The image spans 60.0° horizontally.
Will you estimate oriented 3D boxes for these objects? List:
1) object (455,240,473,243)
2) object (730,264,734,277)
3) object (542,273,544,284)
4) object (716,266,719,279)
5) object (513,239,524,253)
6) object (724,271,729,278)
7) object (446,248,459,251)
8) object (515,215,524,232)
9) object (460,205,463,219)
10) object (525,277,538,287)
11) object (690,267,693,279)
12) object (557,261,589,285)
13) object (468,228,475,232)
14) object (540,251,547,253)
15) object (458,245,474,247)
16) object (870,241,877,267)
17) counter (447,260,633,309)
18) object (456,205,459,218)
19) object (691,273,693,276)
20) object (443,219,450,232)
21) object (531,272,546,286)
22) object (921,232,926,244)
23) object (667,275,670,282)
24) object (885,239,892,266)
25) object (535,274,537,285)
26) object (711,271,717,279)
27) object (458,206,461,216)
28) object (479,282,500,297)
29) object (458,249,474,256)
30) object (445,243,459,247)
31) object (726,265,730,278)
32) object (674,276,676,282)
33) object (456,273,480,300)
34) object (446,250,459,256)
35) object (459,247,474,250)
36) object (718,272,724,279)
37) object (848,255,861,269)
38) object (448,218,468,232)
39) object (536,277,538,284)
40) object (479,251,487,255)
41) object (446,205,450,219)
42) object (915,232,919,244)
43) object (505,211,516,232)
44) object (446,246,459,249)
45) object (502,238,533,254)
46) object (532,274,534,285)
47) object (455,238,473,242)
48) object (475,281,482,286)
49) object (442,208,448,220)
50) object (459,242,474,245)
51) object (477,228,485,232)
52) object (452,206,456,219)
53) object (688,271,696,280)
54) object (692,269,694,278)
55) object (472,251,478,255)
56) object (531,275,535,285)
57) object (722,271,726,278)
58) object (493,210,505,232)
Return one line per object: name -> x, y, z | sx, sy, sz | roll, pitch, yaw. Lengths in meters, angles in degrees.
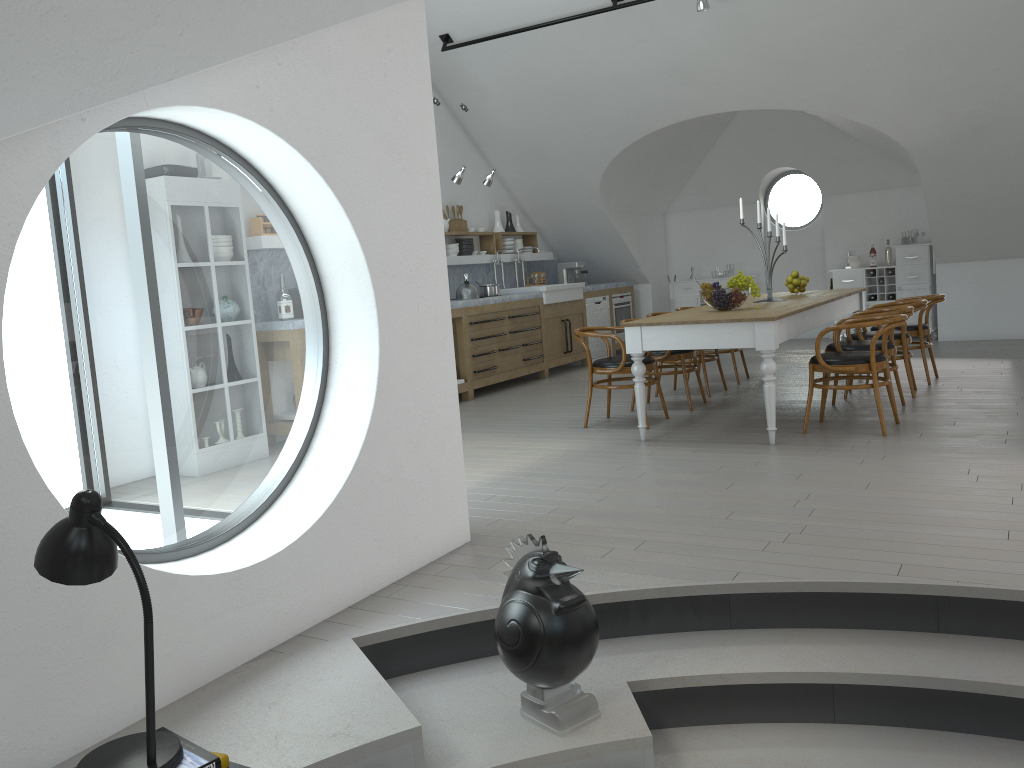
object -> -0.535, -1.582, 10.022 | 0.205, 0.083, 0.206 | -9, 8, -31
object -> 2.951, -1.517, 11.879 | 0.063, 0.186, 0.063 | -3, 6, 16
object -> 0.397, -1.332, 11.447 | 0.040, 0.192, 0.042 | -5, 5, -9
object -> 2.773, -1.503, 11.948 | 0.048, 0.169, 0.048 | -3, 6, 18
object -> 0.067, -1.709, 10.985 | 0.158, 0.159, 0.154 | -8, 7, -31
object -> 2.882, -1.467, 11.881 | 0.071, 0.098, 0.071 | -9, 7, -36
object -> -0.673, -1.458, 9.780 | 0.181, 0.065, 0.181 | -7, 7, -21
object -> 0.075, -2.004, 11.105 | 0.156, 0.218, 0.156 | -3, 6, 12
object -> -0.574, -1.868, 10.020 | 0.039, 0.297, 0.068 | -1, 6, 31
object -> 0.245, -1.277, 11.244 | 0.100, 0.171, 0.173 | -1, 7, 32
object -> 2.490, -1.540, 12.302 | 0.039, 0.174, 0.054 | -1, 6, 31
object -> 0.846, -1.445, 11.663 | 0.386, 0.319, 0.325 | -1, 7, 31
object -> -0.468, -1.765, 10.179 | 0.098, 0.048, 0.099 | -1, 8, 28
object -> 0.346, -1.704, 11.519 | 0.213, 0.025, 0.214 | -2, 7, 18
object -> -0.526, -1.535, 10.018 | 0.205, 0.086, 0.206 | -7, 7, -16
object -> 4.521, -1.628, 11.101 | 0.081, 0.329, 0.081 | -2, 6, 27
counter -> -0.376, -1.187, 9.593 | 0.961, 0.618, 6.597 | -1, 8, 31
object -> -0.605, -1.859, 9.964 | 0.019, 0.298, 0.057 | -1, 6, 31
object -> 2.502, -1.525, 12.300 | 0.097, 0.136, 0.029 | -1, 7, 34
object -> -0.774, -1.736, 9.677 | 0.174, 0.168, 0.168 | -3, 6, 14
object -> 0.346, -1.335, 11.437 | 0.104, 0.222, 0.201 | -1, 7, 31
object -> 5.011, -1.779, 10.791 | 0.046, 0.142, 0.046 | 0, 7, 42
object -> 2.188, -1.367, 12.213 | 0.088, 0.268, 0.029 | -4, 5, 4
object -> 4.673, -1.629, 11.004 | 0.085, 0.330, 0.085 | -6, 5, -10
object -> 0.311, -1.302, 11.258 | 0.040, 0.192, 0.042 | -7, 6, -22
object -> 2.713, -1.460, 11.899 | 0.082, 0.105, 0.082 | 1, 8, 44
object -> -0.571, -1.873, 10.060 | 0.030, 0.293, 0.058 | -1, 6, 31
object -> -0.224, -1.016, 9.562 | 0.232, 0.170, 0.396 | -3, 7, 11
object -> -0.528, -1.481, 10.024 | 0.205, 0.072, 0.206 | -2, 7, 18
object -> -0.675, -1.510, 9.779 | 0.181, 0.076, 0.181 | -7, 7, -21
object -> 2.918, -1.517, 11.934 | 0.054, 0.178, 0.054 | -4, 5, 8
object -> 2.235, -1.368, 12.185 | 0.029, 0.268, 0.088 | -8, 6, -32
object -> -0.467, -1.011, 9.144 | 0.246, 0.267, 0.247 | 1, 8, 41
object -> -0.671, -1.436, 9.783 | 0.181, 0.063, 0.181 | -10, 8, -36
object -> -0.530, -1.507, 10.021 | 0.205, 0.086, 0.206 | -7, 7, -21
object -> 2.800, -1.455, 11.890 | 0.077, 0.085, 0.077 | -3, 6, 18
object -> 4.329, -1.539, 11.199 | 0.158, 0.159, 0.154 | -8, 7, -31
object -> -0.624, -1.776, 9.946 | 0.084, 0.157, 0.355 | -1, 7, 31
object -> 0.312, -1.292, 11.274 | 0.044, 0.178, 0.020 | -3, 6, 16
object -> -0.342, -1.530, 10.381 | 0.098, 0.048, 0.099 | -1, 8, 28
object -> -0.700, -1.838, 9.843 | 0.027, 0.298, 0.055 | -1, 6, 31
object -> 4.938, -1.774, 10.797 | 0.046, 0.142, 0.046 | 0, 7, 42
object -> -0.032, -1.996, 10.906 | 0.156, 0.267, 0.156 | -1, 7, 35
object -> -0.673, -1.482, 9.780 | 0.181, 0.069, 0.181 | -11, 9, -41
object -> 0.046, -1.706, 10.997 | 0.198, 0.195, 0.659 | -1, 8, 30
object -> 0.274, -1.296, 11.257 | 0.019, 0.195, 0.022 | -3, 6, 19
object -> -0.540, -1.609, 10.019 | 0.205, 0.080, 0.206 | 0, 8, 33
object -> -0.295, -1.030, 9.508 | 0.236, 0.166, 0.051 | -1, 6, 26
object -> -0.715, -1.815, 9.812 | 0.016, 0.258, 0.199 | 0, 8, 41
object -> -0.532, -1.557, 10.019 | 0.205, 0.072, 0.206 | -2, 7, 18
object -> -0.360, -1.796, 10.362 | 0.098, 0.048, 0.099 | -1, 8, 28
object -> -0.639, -1.854, 9.945 | 0.040, 0.298, 0.061 | -2, 6, 28
object -> 2.499, -1.504, 12.296 | 0.101, 0.137, 0.067 | -1, 7, 31
object -> 2.510, -1.536, 12.273 | 0.039, 0.164, 0.024 | 1, 7, 44
object -> -0.439, -1.502, 10.217 | 0.098, 0.048, 0.099 | -1, 8, 28
object -> 0.269, -1.302, 11.283 | 0.040, 0.192, 0.042 | -7, 6, -21
object -> 2.850, -1.473, 11.966 | 0.094, 0.093, 0.094 | -3, 6, 18
object -> -0.169, -1.957, 10.683 | 0.156, 0.267, 0.156 | -3, 6, 20
